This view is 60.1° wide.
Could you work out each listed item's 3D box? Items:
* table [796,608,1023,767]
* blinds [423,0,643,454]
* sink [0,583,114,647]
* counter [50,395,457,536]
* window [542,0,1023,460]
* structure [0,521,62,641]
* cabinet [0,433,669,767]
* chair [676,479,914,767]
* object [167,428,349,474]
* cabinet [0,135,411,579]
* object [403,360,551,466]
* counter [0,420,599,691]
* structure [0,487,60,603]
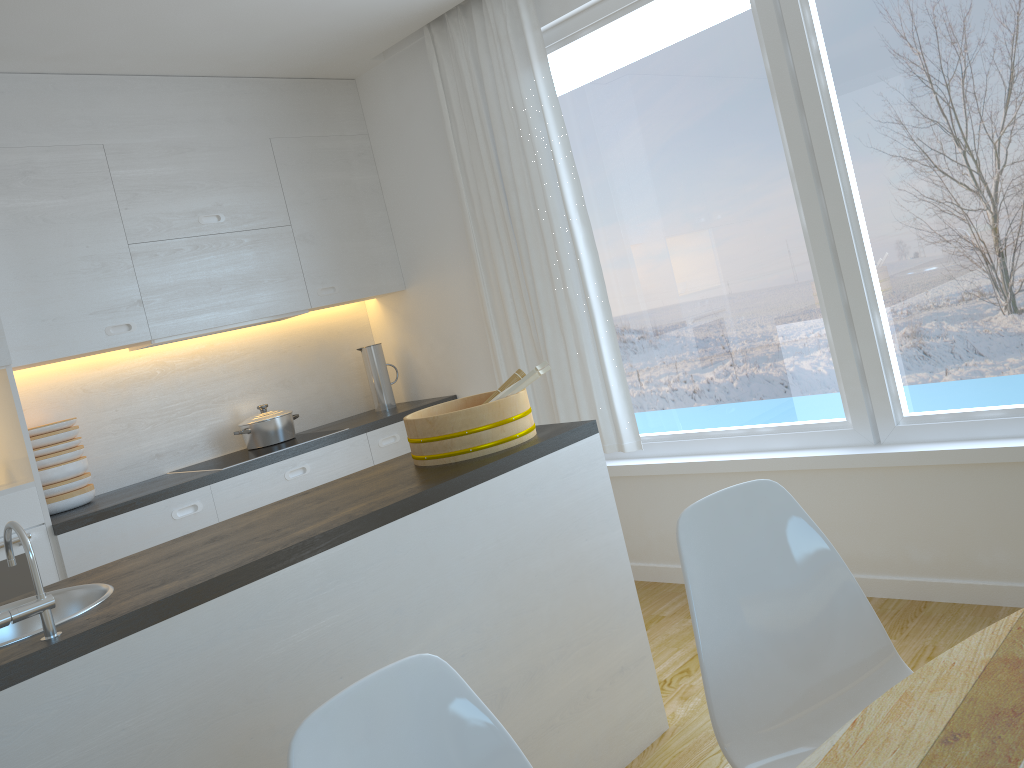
[{"bbox_3d":[0.697,0.789,0.510,1.186,0.723,2.209,-10,6,44],"label":"table"},{"bbox_3d":[0.010,-0.717,3.988,0.790,2.156,0.151,-12,2,45],"label":"blinds"},{"bbox_3d":[-1.004,0.555,1.790,0.404,0.156,0.405,-14,5,-3],"label":"sink"},{"bbox_3d":[-1.178,0.333,4.126,0.597,0.040,2.018,-8,7,45],"label":"counter"},{"bbox_3d":[1.116,-0.722,3.173,0.089,1.914,2.711,-15,4,-44],"label":"window"},{"bbox_3d":[-0.921,0.365,1.618,0.097,0.215,0.161,-16,3,-44],"label":"structure"},{"bbox_3d":[-0.666,0.889,1.998,0.597,0.908,2.422,-11,5,45],"label":"cabinet"},{"bbox_3d":[0.616,0.633,1.474,0.432,0.900,0.521,-14,3,-24],"label":"chair"},{"bbox_3d":[-1.182,0.316,4.130,0.558,0.013,0.660,-8,7,45],"label":"object"},{"bbox_3d":[-1.621,0.153,3.651,0.478,2.296,3.229,-12,4,46],"label":"cabinet"},{"bbox_3d":[-0.110,0.081,2.643,0.431,0.214,0.378,-15,4,-16],"label":"object"},{"bbox_3d":[-0.777,0.429,1.986,0.597,0.040,2.422,-8,7,45],"label":"counter"},{"bbox_3d":[-1.842,0.723,3.010,0.049,0.595,0.565,-12,3,46],"label":"structure"}]
